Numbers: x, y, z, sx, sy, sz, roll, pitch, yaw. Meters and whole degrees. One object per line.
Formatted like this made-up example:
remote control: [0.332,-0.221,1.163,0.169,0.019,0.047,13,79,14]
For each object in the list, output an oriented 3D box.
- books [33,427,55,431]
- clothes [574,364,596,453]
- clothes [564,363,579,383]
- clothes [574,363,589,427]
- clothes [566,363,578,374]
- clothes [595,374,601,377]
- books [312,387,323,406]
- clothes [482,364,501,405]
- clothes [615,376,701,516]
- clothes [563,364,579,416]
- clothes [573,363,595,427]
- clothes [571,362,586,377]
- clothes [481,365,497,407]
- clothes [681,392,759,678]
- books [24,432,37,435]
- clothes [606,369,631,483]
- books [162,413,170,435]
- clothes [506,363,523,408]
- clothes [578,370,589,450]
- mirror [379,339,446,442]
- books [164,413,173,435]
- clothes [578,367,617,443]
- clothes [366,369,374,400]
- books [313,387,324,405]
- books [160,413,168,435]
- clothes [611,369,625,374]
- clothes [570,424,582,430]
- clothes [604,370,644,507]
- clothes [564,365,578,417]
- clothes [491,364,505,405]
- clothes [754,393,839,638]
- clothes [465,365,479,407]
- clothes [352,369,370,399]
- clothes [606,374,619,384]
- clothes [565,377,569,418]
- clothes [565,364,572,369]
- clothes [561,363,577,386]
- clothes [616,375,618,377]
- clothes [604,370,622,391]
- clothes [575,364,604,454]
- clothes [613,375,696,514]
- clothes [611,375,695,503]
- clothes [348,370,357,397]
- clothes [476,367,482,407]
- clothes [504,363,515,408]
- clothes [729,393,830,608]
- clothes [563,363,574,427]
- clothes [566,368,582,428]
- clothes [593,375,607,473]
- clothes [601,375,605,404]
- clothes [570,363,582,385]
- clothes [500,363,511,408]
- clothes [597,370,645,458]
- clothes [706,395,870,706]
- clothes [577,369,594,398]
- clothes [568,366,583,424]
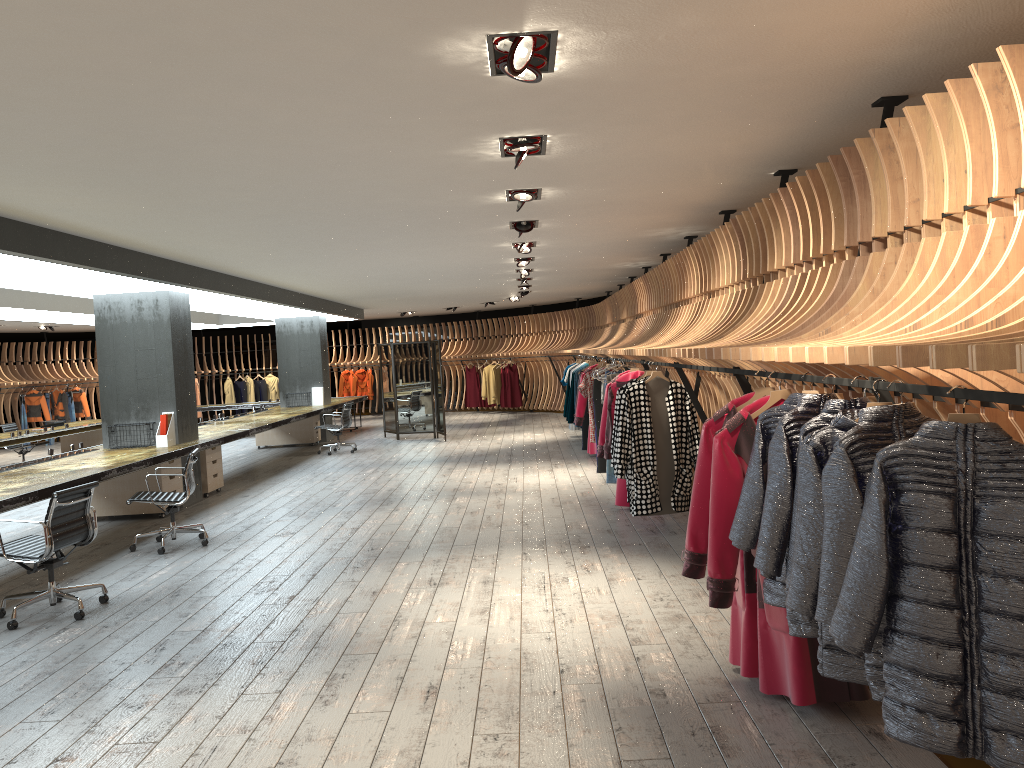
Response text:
books: [-7.817,0.749,14.811,0.213,0.026,0.366,-3,2,1]
clothes: [1.316,0.351,13.018,0.840,1.311,0.321,-3,1,0]
clothes: [1.327,0.081,16.225,0.734,0.937,0.164,-3,1,4]
clothes: [1.343,0.197,14.247,0.715,1.087,0.257,-3,1,6]
clothes: [1.362,0.065,16.681,0.743,0.931,0.158,-3,1,5]
clothes: [1.289,0.539,11.385,0.539,1.352,0.087,-2,2,40]
books: [-3.879,0.251,17.684,0.215,0.368,0.073,-3,1,1]
clothes: [-0.418,0.004,23.031,0.777,1.052,0.152,-3,1,1]
clothes: [1.218,0.512,7.309,0.773,1.160,0.191,-4,1,-9]
clothes: [1.359,0.160,16.068,0.913,1.081,0.238,-3,1,1]
clothes: [1.350,0.180,14.686,0.715,1.087,0.257,-3,1,-4]
clothes: [1.315,0.172,15.252,0.733,1.106,0.165,-3,1,1]
clothes: [-0.633,0.050,23.253,0.444,1.128,0.126,-4,1,-37]
clothes: [1.182,0.690,4.070,0.839,1.311,0.321,-3,1,30]
books: [-7.403,0.762,13.627,0.155,0.025,0.110,-4,2,-4]
clothes: [1.247,0.602,10.330,0.373,1.536,0.312,-3,1,12]
books: [-3.967,0.528,10.189,0.048,0.368,0.215,-3,1,1]
clothes: [0.045,0.037,22.516,0.444,1.128,0.126,-4,1,-27]
clothes: [1.323,0.449,13.778,0.539,1.352,0.087,-3,1,5]
mirror: [-1.922,0.127,17.241,2.111,1.891,0.443,-2,2,42]
books: [-3.945,0.526,10.188,0.048,0.368,0.215,-3,1,1]
clothes: [1.269,0.282,11.884,0.760,1.029,0.179,-4,1,-13]
clothes: [-4.012,0.007,24.973,0.201,0.881,0.839,-4,2,-19]
books: [-3.878,0.248,17.754,0.215,0.368,0.047,-3,1,1]
books: [-3.989,0.529,10.189,0.048,0.368,0.215,-3,1,1]
clothes: [1.299,0.473,10.472,0.277,1.291,0.316,-4,1,-35]
clothes: [1.379,0.307,17.278,0.677,1.434,0.204,-4,1,-15]
clothes: [1.251,0.522,8.592,0.839,1.311,0.321,-3,1,30]
clothes: [1.356,0.168,15.859,0.913,1.081,0.238,-3,1,6]
clothes: [-0.264,0.001,22.873,0.151,1.052,0.777,-2,2,41]
clothes: [1.103,0.458,3.121,0.501,0.854,0.245,-4,1,-15]
clothes: [-1.060,0.060,23.659,0.444,1.128,0.127,-3,1,-2]
clothes: [-4.252,0.019,25.027,0.200,0.881,0.840,-3,2,31]
clothes: [1.227,0.265,10.035,0.278,0.767,0.263,-3,1,8]
clothes: [1.364,0.164,15.946,0.913,1.081,0.238,-3,1,1]
clothes: [1.386,0.291,17.695,0.677,1.434,0.204,-3,1,15]
clothes: [1.309,0.077,16.826,0.738,0.970,0.167,-3,1,10]
clothes: [1.346,0.258,9.859,0.336,0.776,0.255,-3,1,16]
clothes: [1.270,0.583,10.622,0.277,1.542,0.316,-3,1,0]
clothes: [1.311,0.362,12.728,0.839,1.311,0.321,-3,1,10]
clothes: [1.235,0.503,7.533,0.773,1.160,0.191,-3,1,1]
clothes: [1.226,0.492,7.825,0.772,1.160,0.191,-3,1,21]
clothes: [-4.455,0.029,25.100,0.201,0.881,0.840,-3,2,6]
clothes: [-0.882,0.056,23.487,0.127,1.128,0.444,-4,1,-7]
clothes: [-0.003,0.037,22.596,0.444,1.128,0.127,-3,1,-2]
clothes: [1.135,0.459,3.401,0.166,0.854,0.745,-4,2,-44]
clothes: [1.385,0.296,17.555,0.677,1.434,0.204,-4,1,-10]
clothes: [1.342,0.200,14.918,0.913,1.081,0.238,-3,1,6]
clothes: [1.304,0.546,11.182,0.539,1.352,0.087,-3,1,0]
clothes: [1.246,0.445,10.870,0.278,1.140,0.172,-3,1,8]
clothes: [1.375,0.161,15.441,0.733,1.106,0.165,-3,1,6]
clothes: [-0.115,0.039,22.723,0.444,1.128,0.126,-4,1,-27]
clothes: [1.254,0.511,8.880,0.839,1.311,0.321,-3,1,20]
clothes: [1.250,0.701,3.790,0.840,1.316,0.318,-3,1,8]
clothes: [1.288,0.275,12.107,0.760,1.020,0.188,-3,1,2]
clothes: [1.344,0.213,14.562,0.913,1.081,0.238,-3,1,1]
